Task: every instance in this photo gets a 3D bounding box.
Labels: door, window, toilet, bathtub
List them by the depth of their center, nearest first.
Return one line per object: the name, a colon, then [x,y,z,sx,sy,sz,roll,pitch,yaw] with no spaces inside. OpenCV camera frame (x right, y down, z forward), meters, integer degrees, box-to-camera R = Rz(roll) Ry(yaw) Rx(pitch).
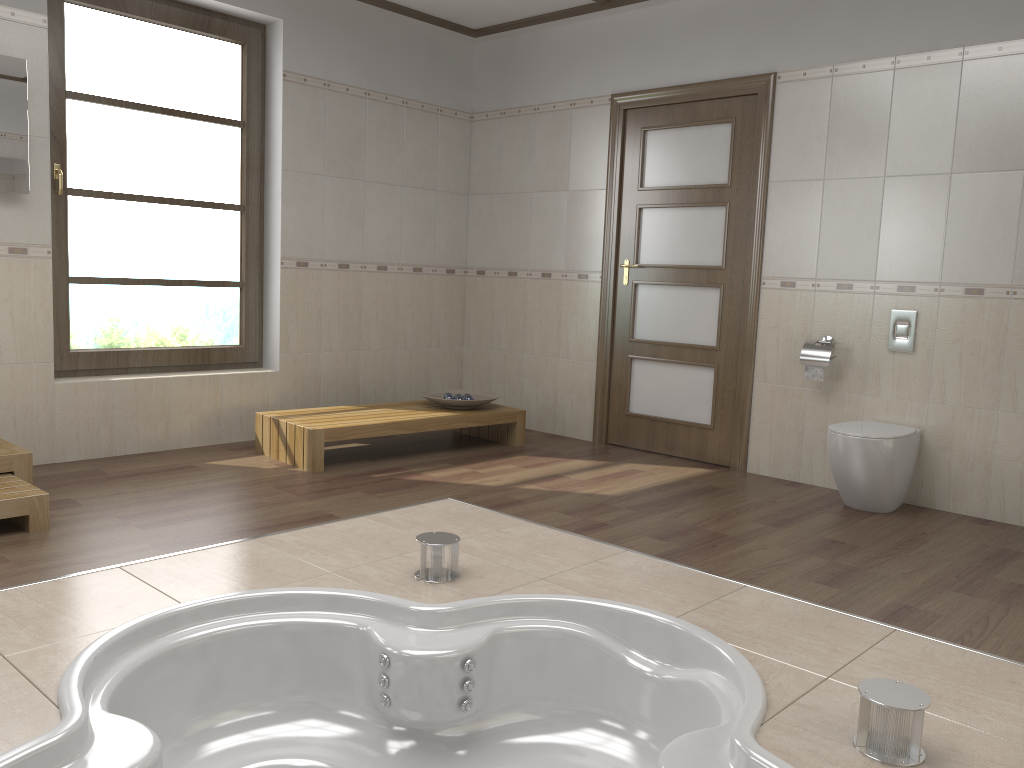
bathtub: [-0.232,1.088,1.977,1.751,0.674,1.754,2,7,-2]
toilet: [1.681,0.397,4.167,0.337,0.388,0.519,9,9,42]
window: [-1.897,-1.057,4.811,0.117,1.934,1.188,9,9,42]
door: [0.958,-0.589,5.149,0.861,2.026,0.102,8,9,40]

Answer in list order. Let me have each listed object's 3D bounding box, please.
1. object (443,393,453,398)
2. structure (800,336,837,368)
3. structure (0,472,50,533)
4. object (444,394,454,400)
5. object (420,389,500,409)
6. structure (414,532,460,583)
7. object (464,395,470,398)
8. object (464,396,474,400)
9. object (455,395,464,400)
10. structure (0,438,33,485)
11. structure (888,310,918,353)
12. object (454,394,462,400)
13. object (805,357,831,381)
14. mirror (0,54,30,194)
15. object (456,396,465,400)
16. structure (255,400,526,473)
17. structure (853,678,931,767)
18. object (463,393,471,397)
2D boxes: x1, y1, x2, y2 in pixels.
object: [-0.389,0.083,5.427,0.060,0.060,0.060,9,9,42]
structure: [1.566,-0.167,4.478,0.170,0.151,0.154,9,9,42]
structure: [-2.388,0.479,3.051,0.620,0.140,1.280,9,9,42]
object: [-0.379,0.093,5.365,0.060,0.060,0.060,9,9,42]
object: [-0.317,0.101,5.384,0.487,0.076,0.487,2,7,-1]
structure: [-0.251,0.582,2.984,0.150,0.131,0.150,3,7,8]
object: [-0.270,0.096,5.398,0.060,0.060,0.060,9,9,42]
object: [-0.259,0.099,5.336,0.060,0.060,0.060,9,9,42]
object: [-0.318,0.098,5.359,0.060,0.060,0.060,9,9,42]
structure: [-2.682,0.395,3.312,0.620,0.220,1.450,9,9,42]
structure: [1.882,-0.255,4.274,0.120,0.200,0.010,9,9,42]
object: [-0.327,0.090,5.424,0.060,0.060,0.060,9,9,42]
object: [1.543,-0.094,4.474,0.098,0.151,0.090,9,9,42]
mirror: [-2.972,-1.115,3.269,0.005,0.600,2.200,9,9,42]
object: [-0.309,0.104,5.299,0.060,0.060,0.060,9,9,42]
structure: [-0.664,0.265,5.125,1.450,0.220,0.620,-4,9,-42]
structure: [0.844,0.750,1.972,0.150,0.131,0.150,7,8,32]
object: [-0.276,0.088,5.460,0.060,0.060,0.060,9,9,42]
